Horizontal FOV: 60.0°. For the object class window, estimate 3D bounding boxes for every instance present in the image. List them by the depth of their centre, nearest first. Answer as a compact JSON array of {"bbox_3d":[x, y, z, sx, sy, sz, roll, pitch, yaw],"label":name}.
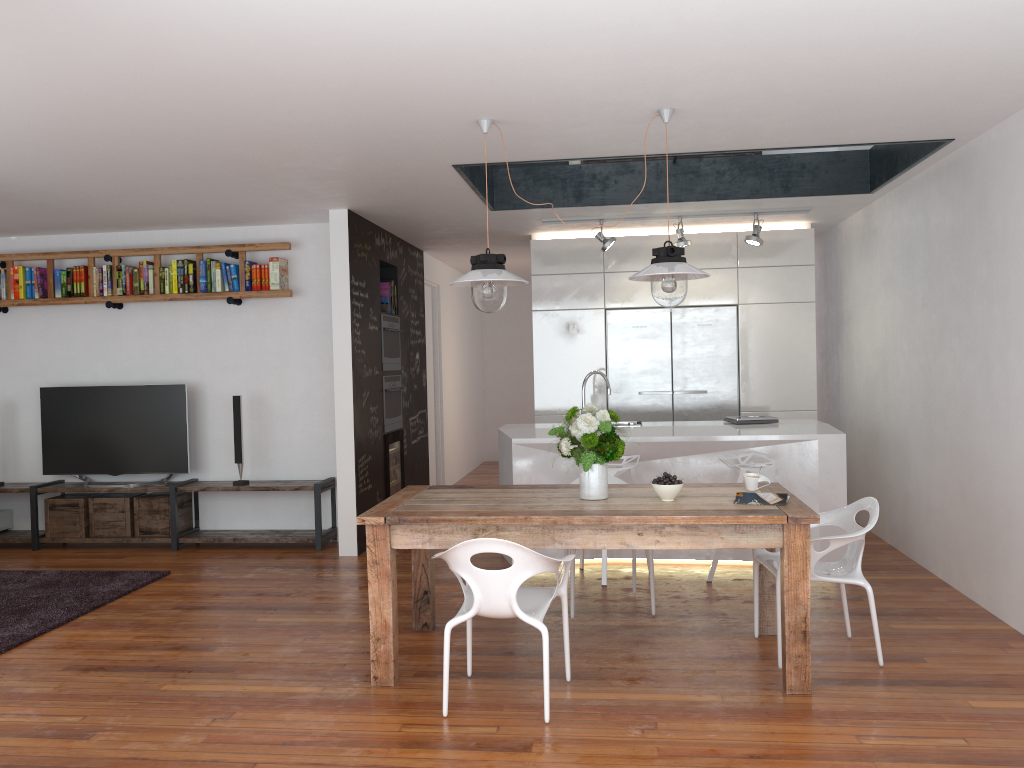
[{"bbox_3d":[1.093,-1.585,5.638,2.700,0.035,1.546,-1,1,7],"label":"window"}]

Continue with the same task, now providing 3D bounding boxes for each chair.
[{"bbox_3d":[-0.031,0.928,3.591,0.577,0.710,0.505,-1,1,12],"label":"chair"},{"bbox_3d":[1.416,0.881,4.086,0.505,0.710,0.577,-1,1,2],"label":"chair"},{"bbox_3d":[0.518,0.883,4.964,0.577,0.710,0.505,-1,1,-3],"label":"chair"},{"bbox_3d":[1.501,0.825,5.419,0.492,0.765,0.428,-2,2,-38],"label":"chair"},{"bbox_3d":[0.614,0.842,5.598,0.492,0.765,0.428,-1,1,17],"label":"chair"}]

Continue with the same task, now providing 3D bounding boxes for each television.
[{"bbox_3d":[-3.142,0.405,7.028,1.230,0.786,0.298,-1,1,7],"label":"television"}]

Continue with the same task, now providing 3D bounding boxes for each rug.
[{"bbox_3d":[-3.445,1.338,4.539,1.895,0.019,3.193,-1,1,7],"label":"rug"}]

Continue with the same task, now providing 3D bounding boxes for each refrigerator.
[{"bbox_3d":[1.388,0.247,7.643,1.119,1.811,0.142,-1,1,7],"label":"refrigerator"}]

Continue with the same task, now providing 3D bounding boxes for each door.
[{"bbox_3d":[-0.881,0.058,9.262,0.120,2.236,0.823,-1,1,7],"label":"door"}]

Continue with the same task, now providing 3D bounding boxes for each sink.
[{"bbox_3d":[0.701,0.182,6.506,0.492,0.570,0.459,-1,1,7],"label":"sink"}]

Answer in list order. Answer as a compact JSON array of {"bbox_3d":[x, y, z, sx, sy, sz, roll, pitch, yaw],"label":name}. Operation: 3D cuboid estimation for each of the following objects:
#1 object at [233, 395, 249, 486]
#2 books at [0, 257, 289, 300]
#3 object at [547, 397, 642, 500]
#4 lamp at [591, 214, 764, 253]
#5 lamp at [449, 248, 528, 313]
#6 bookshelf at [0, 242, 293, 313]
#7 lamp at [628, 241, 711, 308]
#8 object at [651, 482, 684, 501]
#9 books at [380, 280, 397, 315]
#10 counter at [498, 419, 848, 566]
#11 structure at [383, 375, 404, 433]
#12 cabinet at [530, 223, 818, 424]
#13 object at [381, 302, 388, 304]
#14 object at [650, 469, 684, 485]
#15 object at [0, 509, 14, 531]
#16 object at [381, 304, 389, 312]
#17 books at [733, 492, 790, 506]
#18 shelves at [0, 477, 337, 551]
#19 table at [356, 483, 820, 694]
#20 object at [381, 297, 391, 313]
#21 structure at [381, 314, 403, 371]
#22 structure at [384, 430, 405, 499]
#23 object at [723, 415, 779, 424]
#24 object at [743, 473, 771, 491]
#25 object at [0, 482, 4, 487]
[{"bbox_3d":[-2.096,0.433,6.829,0.089,0.687,0.089,-1,1,17],"label":"object"},{"bbox_3d":[-1.837,-1.720,7.146,5.671,1.974,0.733,-1,1,-4],"label":"books"},{"bbox_3d":[0.358,0.290,4.134,0.432,0.476,0.371,-3,2,-41],"label":"object"},{"bbox_3d":[1.286,-1.172,6.927,1.324,0.254,0.154,-1,1,7],"label":"lamp"},{"bbox_3d":[-0.109,-0.484,4.152,0.372,0.306,0.372,-1,1,1],"label":"lamp"},{"bbox_3d":[-3.186,-0.832,7.089,2.983,0.465,0.161,-1,1,7],"label":"bookshelf"},{"bbox_3d":[0.717,-0.502,4.052,0.372,0.306,0.372,-2,2,-32],"label":"lamp"},{"bbox_3d":[0.701,0.484,3.994,0.146,0.079,0.146,-1,1,15],"label":"object"},{"bbox_3d":[-1.133,-0.749,7.692,0.230,0.303,0.152,-1,1,7],"label":"books"},{"bbox_3d":[1.044,0.748,6.229,2.289,0.903,0.956,-1,1,7],"label":"counter"},{"bbox_3d":[-0.984,0.157,7.484,0.052,0.462,0.585,-1,1,7],"label":"structure"},{"bbox_3d":[1.435,-0.106,8.087,2.404,2.506,0.946,-1,1,7],"label":"cabinet"},{"bbox_3d":[-1.080,-0.661,7.400,0.077,0.042,0.116,-1,1,20],"label":"object"},{"bbox_3d":[0.700,0.434,3.993,0.159,0.095,0.141,-2,1,-8],"label":"object"},{"bbox_3d":[-4.316,1.129,7.168,0.350,0.170,0.400,-1,1,6],"label":"object"},{"bbox_3d":[-1.089,-0.627,7.401,0.132,0.069,0.132,0,2,40],"label":"object"},{"bbox_3d":[1.112,0.499,3.939,0.218,0.035,0.267,-1,1,21],"label":"books"},{"bbox_3d":[-3.131,1.029,7.037,3.473,0.506,0.414,-1,1,7],"label":"shelves"},{"bbox_3d":[0.347,0.897,4.127,1.910,0.735,0.969,-1,1,7],"label":"table"},{"bbox_3d":[-1.109,-0.663,7.546,0.136,0.136,0.110,-1,1,0],"label":"object"},{"bbox_3d":[-0.996,-0.346,7.472,0.052,0.462,0.585,-1,1,7],"label":"structure"},{"bbox_3d":[-0.961,0.788,7.497,0.081,0.763,0.582,-1,1,7],"label":"structure"},{"bbox_3d":[1.705,0.253,6.344,0.298,0.036,0.325,-1,1,-3],"label":"object"},{"bbox_3d":[1.167,0.469,4.230,0.127,0.078,0.082,-1,1,12],"label":"object"},{"bbox_3d":[-4.140,0.476,7.096,0.089,0.687,0.089,-2,1,-8],"label":"object"}]
